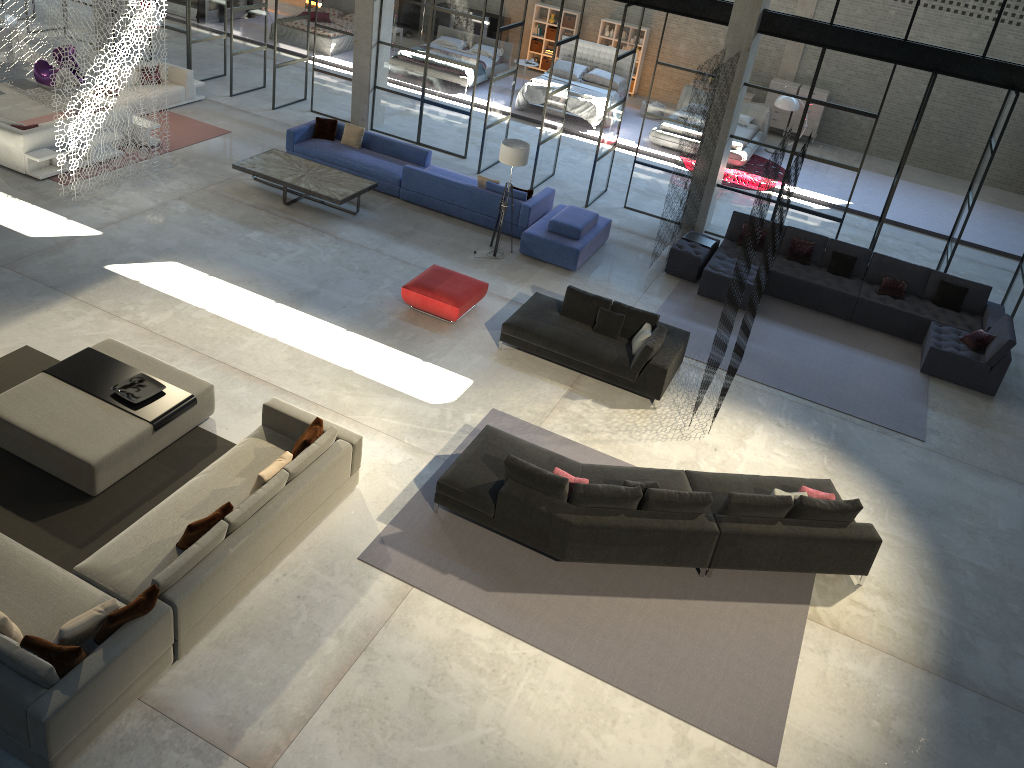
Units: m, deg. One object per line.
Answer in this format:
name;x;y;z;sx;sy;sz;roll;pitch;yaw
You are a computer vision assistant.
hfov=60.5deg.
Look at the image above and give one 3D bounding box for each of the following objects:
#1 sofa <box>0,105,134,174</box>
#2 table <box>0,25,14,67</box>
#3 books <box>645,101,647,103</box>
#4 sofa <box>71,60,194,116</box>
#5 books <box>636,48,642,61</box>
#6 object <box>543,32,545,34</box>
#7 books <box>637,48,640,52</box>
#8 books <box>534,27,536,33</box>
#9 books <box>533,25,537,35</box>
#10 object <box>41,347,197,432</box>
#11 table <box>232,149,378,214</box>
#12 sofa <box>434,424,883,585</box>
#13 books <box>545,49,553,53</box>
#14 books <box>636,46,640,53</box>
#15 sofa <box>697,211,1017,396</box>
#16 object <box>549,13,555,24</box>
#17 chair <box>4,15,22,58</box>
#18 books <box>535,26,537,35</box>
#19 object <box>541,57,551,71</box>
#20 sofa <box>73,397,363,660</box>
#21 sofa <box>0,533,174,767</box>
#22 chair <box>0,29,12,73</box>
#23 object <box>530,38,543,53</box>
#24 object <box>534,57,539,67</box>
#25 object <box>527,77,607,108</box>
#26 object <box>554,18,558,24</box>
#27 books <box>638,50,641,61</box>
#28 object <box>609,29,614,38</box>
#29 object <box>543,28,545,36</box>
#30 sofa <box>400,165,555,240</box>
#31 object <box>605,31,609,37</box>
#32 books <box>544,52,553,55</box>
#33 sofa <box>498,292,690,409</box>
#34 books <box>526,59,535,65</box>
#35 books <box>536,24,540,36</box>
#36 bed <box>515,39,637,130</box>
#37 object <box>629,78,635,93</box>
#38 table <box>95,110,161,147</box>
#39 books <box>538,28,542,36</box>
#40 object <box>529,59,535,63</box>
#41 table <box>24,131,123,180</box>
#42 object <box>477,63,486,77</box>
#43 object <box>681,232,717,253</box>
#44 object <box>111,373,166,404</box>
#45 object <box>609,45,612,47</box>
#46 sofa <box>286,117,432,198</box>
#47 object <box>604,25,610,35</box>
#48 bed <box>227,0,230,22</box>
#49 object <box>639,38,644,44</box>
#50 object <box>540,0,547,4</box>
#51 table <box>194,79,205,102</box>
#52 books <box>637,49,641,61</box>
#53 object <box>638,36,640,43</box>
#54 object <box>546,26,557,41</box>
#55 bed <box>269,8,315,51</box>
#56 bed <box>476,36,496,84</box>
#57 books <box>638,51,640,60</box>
sofa;-7.277;-4.053;14.168;0.961;0.633;2.238;20;33;17
table;-10.845;-6.528;17.071;0.913;0.716;1.887;20;33;17
books;3.284;-6.759;21.067;0.136;0.020;0.202;20;34;17
sofa;-7.103;-5.525;16.535;0.955;0.632;2.248;20;33;17
books;3.251;-8.456;22.507;0.027;0.272;0.264;19;31;17
object;0.869;-9.394;23.537;0.065;0.101;0.069;-3;31;-21
books;3.236;-8.470;22.531;0.020;0.265;0.264;19;31;17
books;0.628;-9.444;23.475;0.018;0.186;0.149;19;30;17
books;0.617;-9.478;23.466;0.020;0.246;0.183;19;30;17
object;-3.841;0.022;8.575;1.494;0.082;0.560;21;34;18
table;-3.321;-3.194;14.076;2.094;0.378;1.074;21;33;18
sofa;1.321;1.145;8.279;4.064;0.533;1.560;9;32;0
books;1.065;-8.914;23.504;0.286;0.052;0.240;21;34;18
books;3.209;-8.490;22.515;0.036;0.313;0.264;19;31;17
sofa;4.987;-1.330;12.865;4.211;0.823;1.909;21;33;18
object;1.059;-9.601;23.064;0.155;0.234;0.162;16;29;10
chair;-10.406;-7.047;17.906;0.426;0.821;0.570;20;30;17
books;0.681;-9.452;23.443;0.033;0.247;0.183;19;30;17
object;1.004;-8.611;23.628;0.328;0.281;0.339;20;32;18
sofa;-2.355;1.025;7.384;1.068;0.682;2.446;20;33;17
sofa;-3.660;1.576;6.179;2.370;0.683;1.102;21;33;18
chair;-10.177;-6.533;17.155;0.553;0.821;0.439;20;30;18
object;0.711;-9.090;23.578;0.328;0.281;0.339;20;32;18
object;0.654;-8.711;23.745;0.140;0.222;0.146;-8;33;-29
object;1.258;-6.479;19.996;2.320;0.623;0.680;23;33;21
object;1.165;-9.604;23.198;0.184;0.124;0.196;1;32;-14
books;3.312;-8.434;22.487;0.020;0.272;0.264;19;31;17
object;2.573;-9.036;22.604;0.101;0.192;0.104;-13;36;-36
object;0.878;-9.376;23.403;0.082;0.215;0.085;-11;34;-34
sofa;-0.567;-3.188;14.493;2.370;0.683;1.102;21;33;18
object;2.457;-9.021;22.590;0.113;0.148;0.113;26;33;27
books;1.057;-8.868;23.528;0.313;0.052;0.240;21;34;18
sofa;1.015;-0.541;10.862;2.138;0.531;1.131;21;33;18
books;0.445;-7.777;21.198;0.228;0.040;0.319;6;32;-5
books;0.702;-9.451;23.425;0.049;0.271;0.193;19;30;17
bed;1.501;-6.984;20.256;2.249;1.340;2.426;20;32;17
object;3.059;-7.817;22.899;0.328;0.281;0.339;20;32;18
table;-6.657;-4.448;15.219;1.219;0.349;0.314;21;31;19
books;0.742;-9.409;23.440;0.076;0.192;0.166;19;31;17
object;0.486;-7.798;21.180;0.168;0.085;0.179;0;32;-15
table;-6.872;-3.609;13.840;0.304;0.348;1.643;19;33;16
object;-1.698;-7.738;21.068;2.142;0.234;0.751;21;34;18
object;2.936;-2.229;13.799;0.528;0.094;0.313;24;35;22
object;-3.603;0.049;8.469;0.393;0.034;0.403;23;34;20
object;2.537;-8.676;22.746;0.102;0.191;0.102;30;34;32
sofa;-2.671;-3.973;15.292;2.370;0.572;1.102;21;33;18
object;2.453;-9.144;22.685;0.094;0.247;0.100;1;29;-17
bed;-8.232;-11.033;23.522;2.280;1.963;2.420;20;32;17
object;3.324;-8.750;22.403;0.146;0.130;0.145;31;36;32
object;0.839;-10.149;23.233;0.236;0.143;0.056;20;30;17
table;-6.615;-5.947;17.595;0.914;0.349;0.314;21;31;18
books;3.268;-8.438;22.495;0.022;0.259;0.264;19;31;17
object;3.177;-8.822;22.450;0.174;0.160;0.185;4;31;-10
object;1.131;-9.291;23.268;0.328;0.281;0.339;20;32;18
bed;-4.759;-9.509;22.723;2.059;1.210;2.449;20;33;17
bed;-1.454;-8.015;21.585;2.288;0.822;2.507;20;33;17
books;3.291;-8.430;22.503;0.019;0.242;0.264;19;31;17
